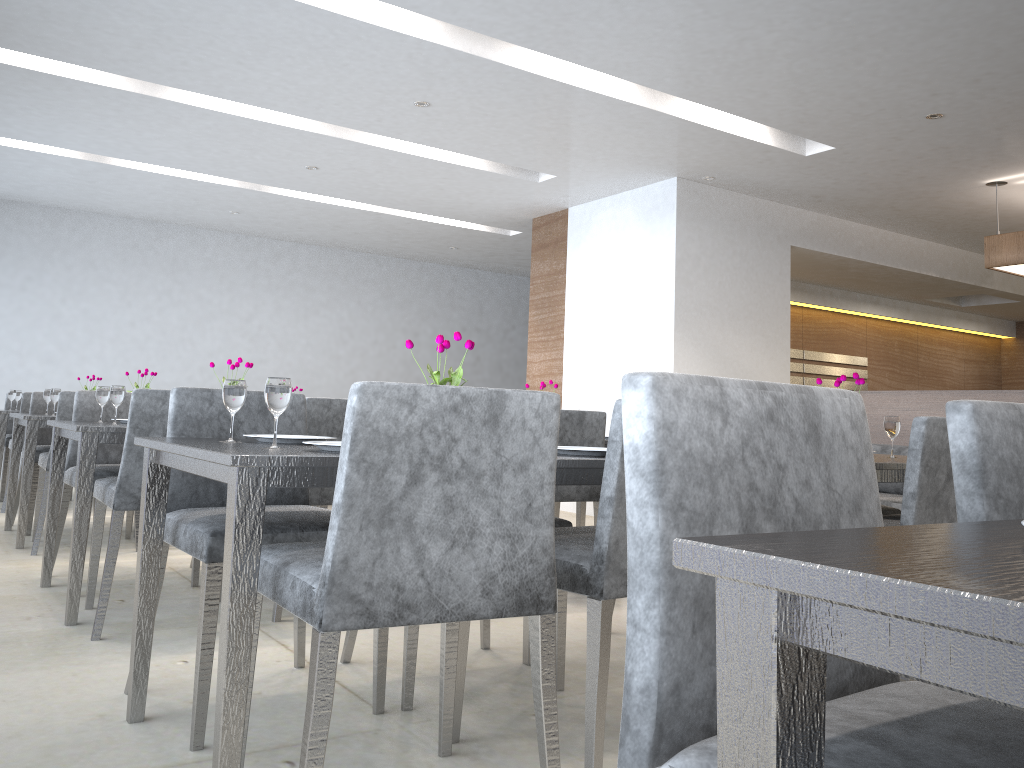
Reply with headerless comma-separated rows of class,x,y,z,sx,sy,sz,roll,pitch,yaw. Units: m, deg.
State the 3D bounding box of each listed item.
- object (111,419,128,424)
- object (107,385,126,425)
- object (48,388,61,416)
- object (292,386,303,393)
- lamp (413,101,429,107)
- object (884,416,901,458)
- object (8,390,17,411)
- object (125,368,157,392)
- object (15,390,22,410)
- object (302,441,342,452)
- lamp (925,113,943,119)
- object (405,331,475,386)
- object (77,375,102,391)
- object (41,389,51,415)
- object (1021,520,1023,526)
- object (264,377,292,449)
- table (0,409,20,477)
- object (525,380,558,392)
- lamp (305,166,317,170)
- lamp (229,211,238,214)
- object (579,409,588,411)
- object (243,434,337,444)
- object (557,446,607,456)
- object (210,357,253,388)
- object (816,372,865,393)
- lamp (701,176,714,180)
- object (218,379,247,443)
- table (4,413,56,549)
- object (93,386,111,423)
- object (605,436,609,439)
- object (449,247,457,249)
object,-1.466,0.149,3.492,0.216,0.015,0.216,4,-3,-34
object,-1.408,0.075,3.147,0.053,0.140,0.053,1,-6,8
object,-2.359,0.094,4.562,0.053,0.140,0.053,1,-6,14
object,-1.792,0.155,7.208,0.154,0.279,0.103,6,-7,-36
lamp,-0.525,-1.617,5.109,0.089,0.007,0.088,2,-2,11
object,1.277,0.178,2.969,0.053,0.140,0.053,1,-6,14
object,-3.396,0.110,5.999,0.053,0.140,0.053,1,-6,14
object,-2.061,0.051,4.902,0.154,0.279,0.103,6,-7,-36
object,-3.511,0.116,6.275,0.053,0.140,0.053,1,-6,14
object,-0.310,0.127,1.773,0.216,0.015,0.216,4,-3,-34
lamp,2.371,-1.505,4.970,0.089,0.007,0.088,2,-2,11
object,-0.167,0.014,2.086,0.154,0.279,0.103,6,-7,-36
object,-3.052,0.070,6.375,0.154,0.279,0.103,6,-7,-36
object,-2.521,0.097,4.803,0.053,0.140,0.053,1,-6,14
object,0.475,0.112,0.607,0.216,0.015,0.215,1,-3,34
object,-0.464,0.057,1.744,0.053,0.140,0.053,1,-6,14
table,-3.078,0.526,6.340,1.185,0.640,0.775,5,-5,-34
object,0.151,0.117,4.320,0.154,0.279,0.103,6,-7,-36
lamp,-1.488,-1.598,6.540,0.089,0.007,0.088,2,-2,11
lamp,-2.566,-1.577,8.143,0.089,0.007,0.088,2,-2,11
object,0.348,0.196,4.351,0.053,0.140,0.053,1,-6,14
object,-0.524,0.131,2.092,0.216,0.015,0.216,4,-3,-34
object,0.176,0.160,2.094,0.216,0.015,0.216,4,-3,-34
object,-1.109,0.032,3.487,0.154,0.279,0.103,6,-7,-36
object,1.093,0.099,2.920,0.154,0.279,0.103,6,-7,-36
lamp,1.415,-1.486,6.392,0.089,0.007,0.088,2,-2,11
object,-0.627,0.060,1.986,0.053,0.140,0.053,1,-6,8
table,-2.087,0.507,4.867,1.185,0.640,0.775,5,-5,-34
object,-1.570,0.079,3.389,0.053,0.140,0.053,1,-6,8
object,0.494,0.263,4.328,0.216,0.015,0.216,4,-3,-34
object,-0.626,-1.446,9.427,0.089,0.007,0.088,2,-2,11
